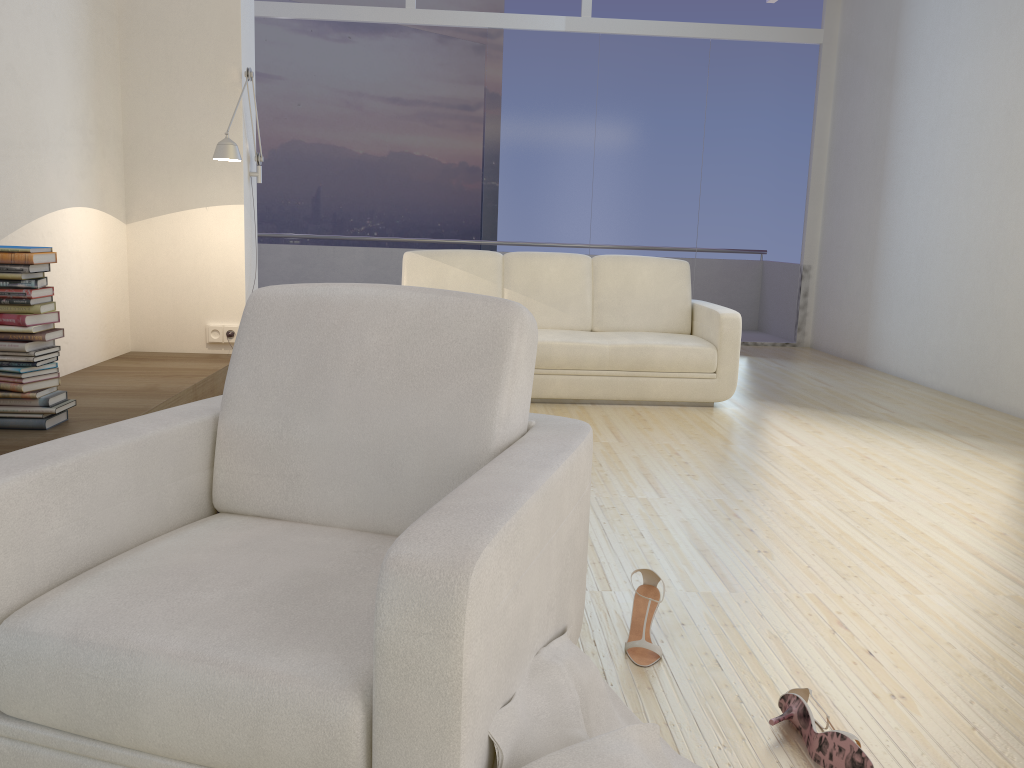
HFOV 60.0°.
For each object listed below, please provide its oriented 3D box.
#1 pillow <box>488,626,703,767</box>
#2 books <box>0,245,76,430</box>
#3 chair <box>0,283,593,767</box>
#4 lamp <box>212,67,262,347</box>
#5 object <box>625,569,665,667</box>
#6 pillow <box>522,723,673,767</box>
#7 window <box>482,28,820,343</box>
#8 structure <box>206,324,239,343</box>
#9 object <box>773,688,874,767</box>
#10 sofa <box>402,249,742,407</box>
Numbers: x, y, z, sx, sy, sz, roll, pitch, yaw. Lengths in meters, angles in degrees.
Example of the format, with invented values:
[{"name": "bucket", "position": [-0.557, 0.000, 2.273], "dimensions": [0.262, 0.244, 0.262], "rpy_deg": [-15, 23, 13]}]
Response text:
[{"name": "pillow", "position": [0.133, 0.608, 1.396], "dimensions": [0.312, 0.315, 0.615], "rpy_deg": [6, 11, 23]}, {"name": "books", "position": [-1.918, -0.186, 3.464], "dimensions": [0.329, 0.694, 0.270], "rpy_deg": [1, 10, -3]}, {"name": "chair", "position": [-0.365, 0.239, 1.671], "dimensions": [0.919, 0.828, 0.941], "rpy_deg": [5, 10, 16]}, {"name": "lamp", "position": [-1.624, -0.934, 5.214], "dimensions": [0.204, 1.841, 0.891], "rpy_deg": [1, 10, -8]}, {"name": "object", "position": [0.326, 0.558, 2.161], "dimensions": [0.089, 0.149, 0.265], "rpy_deg": [4, 10, 9]}, {"name": "pillow", "position": [0.068, 0.687, 1.122], "dimensions": [0.712, 0.287, 0.299], "rpy_deg": [-6, 13, -40]}, {"name": "window", "position": [1.232, -1.764, 8.121], "dimensions": [2.988, 2.706, 0.012], "rpy_deg": [1, 10, -3]}, {"name": "structure", "position": [-1.802, -0.312, 5.537], "dimensions": [0.206, 0.114, 0.028], "rpy_deg": [1, 10, -3]}, {"name": "object", "position": [0.582, 0.677, 1.735], "dimensions": [0.121, 0.091, 0.287], "rpy_deg": [1, 10, -5]}, {"name": "sofa", "position": [0.233, -0.382, 5.538], "dimensions": [2.166, 0.862, 0.941], "rpy_deg": [1, 10, -3]}]
